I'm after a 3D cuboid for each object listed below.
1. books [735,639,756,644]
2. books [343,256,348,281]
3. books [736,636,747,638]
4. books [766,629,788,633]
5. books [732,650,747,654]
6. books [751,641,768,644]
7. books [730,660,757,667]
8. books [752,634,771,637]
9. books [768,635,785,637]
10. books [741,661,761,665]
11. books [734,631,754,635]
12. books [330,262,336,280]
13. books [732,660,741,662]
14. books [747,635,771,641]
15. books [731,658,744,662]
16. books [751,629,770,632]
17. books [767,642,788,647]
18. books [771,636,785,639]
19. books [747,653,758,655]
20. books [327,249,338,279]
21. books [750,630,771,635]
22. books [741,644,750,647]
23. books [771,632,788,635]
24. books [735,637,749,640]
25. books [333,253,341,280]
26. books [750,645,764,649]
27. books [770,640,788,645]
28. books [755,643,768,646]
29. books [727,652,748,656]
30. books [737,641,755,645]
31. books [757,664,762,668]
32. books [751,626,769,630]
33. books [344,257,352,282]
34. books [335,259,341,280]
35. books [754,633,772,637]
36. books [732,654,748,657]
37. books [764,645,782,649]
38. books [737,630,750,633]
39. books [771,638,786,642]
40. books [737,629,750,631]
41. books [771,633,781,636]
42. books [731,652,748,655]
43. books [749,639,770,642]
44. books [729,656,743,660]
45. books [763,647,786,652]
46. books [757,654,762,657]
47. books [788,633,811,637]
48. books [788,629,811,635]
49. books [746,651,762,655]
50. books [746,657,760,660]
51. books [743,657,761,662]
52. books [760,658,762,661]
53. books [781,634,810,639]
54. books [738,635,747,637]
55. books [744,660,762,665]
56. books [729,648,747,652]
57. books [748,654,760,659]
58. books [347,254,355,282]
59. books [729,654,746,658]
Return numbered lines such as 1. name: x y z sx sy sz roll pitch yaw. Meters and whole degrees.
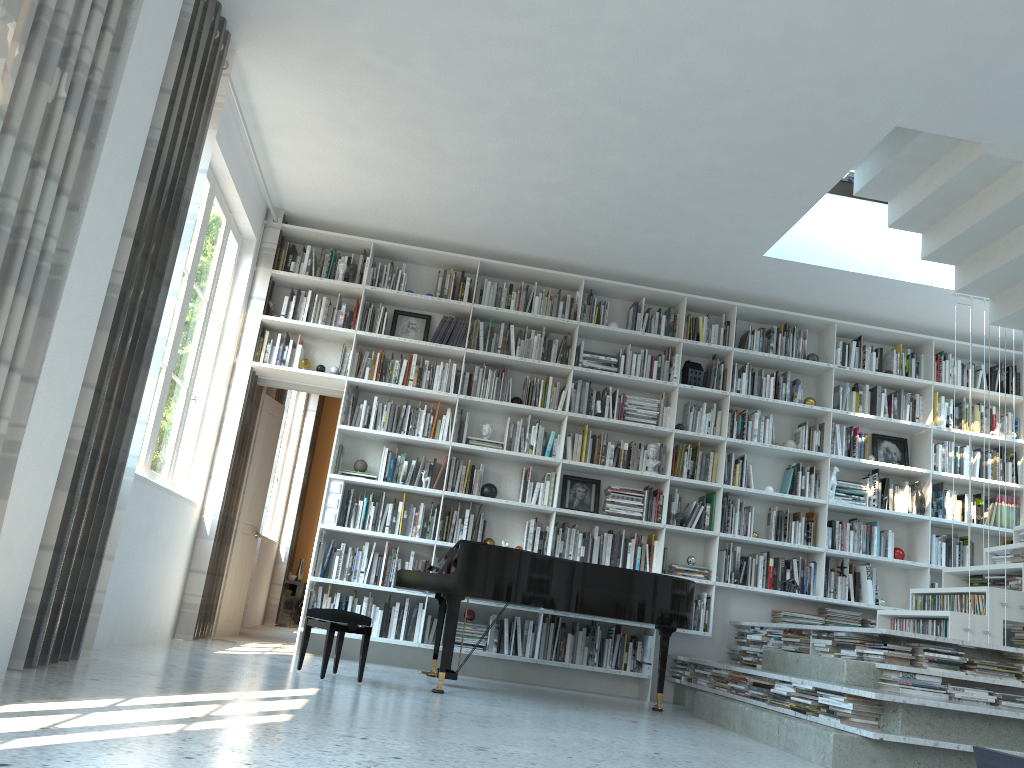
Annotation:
1. books: 1.804 1.941 6.673 0.175 0.017 0.266 8 -15 -2
2. books: -1.325 -0.860 7.011 0.021 0.252 0.179 9 -14 -5
3. books: 1.818 1.919 6.680 0.156 0.009 0.288 10 -15 -7
4. books: 1.888 1.712 6.119 0.165 0.015 0.243 10 -15 -9
5. books: 1.761 2.025 6.684 0.152 0.015 0.208 8 -15 0
6. books: 1.850 1.871 6.393 0.152 0.009 0.260 10 -15 -8
7. books: 1.752 2.102 6.664 0.163 0.019 0.188 9 -15 -6
8. books: 1.849 1.826 6.404 0.171 0.007 0.207 9 -15 -3
9. books: 1.890 1.746 6.112 0.167 0.008 0.235 9 -15 -6
10. books: 1.774 2.015 6.364 0.187 0.009 0.261 8 -15 -2
11. books: 1.809 1.888 6.686 0.171 0.015 0.253 10 -15 -9
12. books: -1.409 -0.842 6.994 0.024 0.187 0.160 9 -14 -5
13. books: 1.754 2.091 6.667 0.144 0.005 0.258 8 -15 0
14. books: 1.836 1.842 6.398 0.189 0.030 0.238 10 -15 -8
15. books: 1.764 2.083 6.670 0.147 0.014 0.293 9 -15 -5
16. books: 1.861 1.792 6.413 0.159 0.007 0.286 9 -15 -6
17. books: 1.877 1.803 6.097 0.164 0.023 0.242 8 -15 -1
18. books: 1.896 1.758 6.110 0.144 0.013 0.221 8 -15 -2
19. books: 1.802 1.955 6.382 0.144 0.009 0.250 8 -15 -1
20. books: -1.428 -0.904 7.018 0.029 0.313 0.129 9 -14 -5
21. books: 1.858 1.803 6.410 0.163 0.018 0.290 9 -15 -6
22. books: 1.822 1.976 6.667 0.134 0.014 0.181 10 -15 -8
23. books: 1.898 1.728 6.117 0.149 0.013 0.220 8 -15 -2
24. books: 1.810 1.928 6.677 0.179 0.012 0.262 9 -15 -5
25. books: -1.386 -0.879 7.013 0.013 0.274 0.159 9 -14 -5
26. books: 1.839 1.902 6.384 0.173 0.016 0.233 9 -15 -6
27. books: 1.891 1.785 6.103 0.154 0.018 0.221 9 -15 -6
28. books: 1.860 1.887 6.391 0.131 0.021 0.241 9 -15 -3
29. books: 1.749 2.042 6.678 0.184 0.006 0.263 9 -15 -4
30. books: 1.810 1.959 6.669 0.163 0.017 0.233 9 -15 -3
31. books: 1.806 1.950 6.062 0.189 0.028 0.203 10 -15 -10
32. books: 1.852 1.777 6.416 0.171 0.020 0.194 10 -15 -10
33. books: -1.300 -0.859 7.011 0.027 0.258 0.147 9 -14 -5
34. books: -1.372 -0.853 7.007 0.021 0.225 0.157 9 -14 -5
35. books: 1.857 1.818 6.407 0.143 0.012 0.264 8 -15 0
36. books: 1.758 2.049 6.678 0.152 0.005 0.243 8 -15 -1
37. books: 1.867 1.818 6.092 0.190 0.012 0.235 10 -15 -7
38. books: 1.821 1.878 6.690 0.167 0.008 0.235 9 -15 -6
39. books: 1.897 1.771 6.107 0.150 0.013 0.216 9 -15 -5
40. books: 1.822 1.869 6.692 0.159 0.011 0.246 10 -15 -8
41. books: 1.897 1.739 6.114 0.160 0.010 0.180 9 -15 -5
42. books: 1.758 2.036 6.681 0.159 0.009 0.211 8 -15 -1
43. books: 1.847 1.862 6.395 0.163 0.008 0.295 10 -15 -7
44. books: 1.755 2.069 6.673 0.170 0.012 0.215 9 -15 -5
45. books: 1.870 1.830 6.089 0.183 0.012 0.297 9 -15 -6
46. books: 1.822 1.879 6.080 0.181 0.017 0.250 10 -15 -8
47. books: 1.942 1.662 5.840 0.128 0.013 0.297 10 -15 -7
48. books: 1.934 1.640 5.844 0.139 0.028 0.262 8 -15 0
49. books: 1.805 1.944 6.385 0.149 0.014 0.229 10 -15 -7
50. books: 1.797 1.980 6.375 0.159 0.009 0.229 9 -15 -4
51. books: 1.783 1.990 6.371 0.180 0.016 0.183 10 -15 -8
52. books: 1.828 1.906 6.075 0.156 0.017 0.264 10 -15 -9
53. books: 1.915 1.668 5.835 0.187 0.009 0.261 9 -15 -6
54. books: 1.827 1.912 6.682 0.145 0.008 0.298 9 -15 -6
55. books: 1.793 2.007 6.368 0.160 0.014 0.268 9 -15 -6
56. books: 1.757 2.013 6.686 0.174 0.009 0.240 9 -15 -3
57. books: 1.805 1.968 6.379 0.137 0.018 0.201 10 -15 -9
58. books: -1.279 -0.869 7.028 0.013 0.291 0.155 9 -14 -5
59. books: 1.760 2.058 6.676 0.159 0.012 0.279 9 -15 -6
